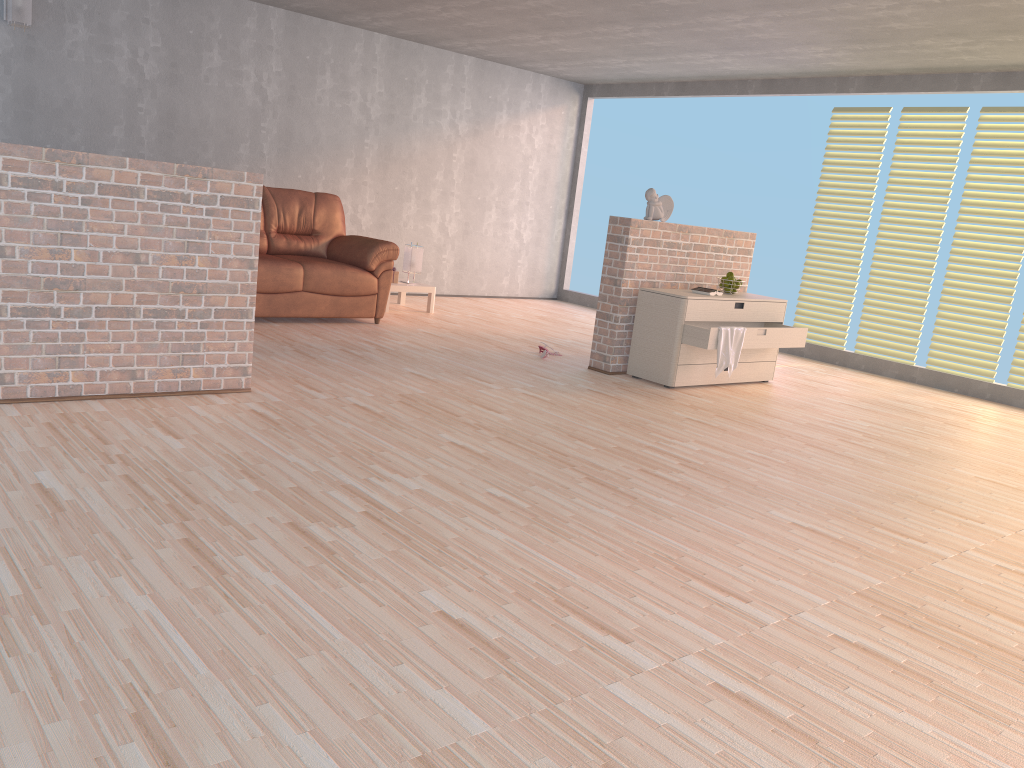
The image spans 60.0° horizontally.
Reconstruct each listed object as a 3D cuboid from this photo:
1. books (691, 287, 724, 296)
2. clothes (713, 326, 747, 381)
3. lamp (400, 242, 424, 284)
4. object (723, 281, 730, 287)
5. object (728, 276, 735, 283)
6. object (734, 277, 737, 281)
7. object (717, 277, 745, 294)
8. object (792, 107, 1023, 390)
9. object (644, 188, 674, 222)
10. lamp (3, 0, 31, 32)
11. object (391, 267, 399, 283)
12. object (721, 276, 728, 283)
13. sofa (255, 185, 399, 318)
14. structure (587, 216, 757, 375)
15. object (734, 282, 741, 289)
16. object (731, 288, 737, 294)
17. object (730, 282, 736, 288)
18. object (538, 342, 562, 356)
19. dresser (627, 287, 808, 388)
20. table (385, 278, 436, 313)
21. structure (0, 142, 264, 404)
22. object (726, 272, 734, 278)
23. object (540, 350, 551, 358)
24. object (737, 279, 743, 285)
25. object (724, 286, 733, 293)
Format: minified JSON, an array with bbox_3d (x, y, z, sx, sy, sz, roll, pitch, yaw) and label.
[{"bbox_3d":[1.337,-0.635,6.067,0.146,0.040,0.209,16,15,38],"label":"books"},{"bbox_3d":[1.390,-0.191,5.743,0.325,0.369,0.097,-3,15,-39],"label":"clothes"},{"bbox_3d":[-0.908,-1.107,8.107,0.140,0.376,0.140,-3,15,-40],"label":"lamp"},{"bbox_3d":[1.517,-0.708,6.266,0.046,0.044,0.046,-4,16,-44],"label":"object"},{"bbox_3d":[1.543,-0.736,6.247,0.046,0.045,0.046,-3,15,-41],"label":"object"},{"bbox_3d":[1.581,-0.742,6.329,0.039,0.043,0.043,15,14,33],"label":"object"},{"bbox_3d":[1.550,-0.693,6.316,0.202,0.104,0.202,17,15,41],"label":"object"},{"bbox_3d":[4.114,-0.925,6.444,0.044,2.114,4.372,-3,15,-40],"label":"object"},{"bbox_3d":[0.993,-1.229,6.095,0.216,0.218,0.131,-3,15,-41],"label":"object"},{"bbox_3d":[-3.564,-2.716,6.409,0.165,0.319,0.177,-3,15,-40],"label":"lamp"},{"bbox_3d":[-1.068,-0.983,7.964,0.099,0.147,0.102,4,12,-12],"label":"object"},{"bbox_3d":[1.510,-0.739,6.304,0.049,0.053,0.054,5,12,-10],"label":"object"},{"bbox_3d":[-2.020,-1.029,6.649,2.202,0.923,0.981,-3,15,-40],"label":"sofa"},{"bbox_3d":[1.196,-0.626,6.462,1.422,1.057,0.211,-3,15,-40],"label":"structure"},{"bbox_3d":[1.591,-0.701,6.282,0.057,0.057,0.057,5,12,-8],"label":"object"},{"bbox_3d":[1.580,-0.669,6.327,0.048,0.048,0.046,16,14,36],"label":"object"},{"bbox_3d":[1.558,-0.698,6.256,0.038,0.040,0.039,0,14,-32],"label":"object"},{"bbox_3d":[0.288,-0.261,6.595,0.188,0.085,0.069,6,11,-2],"label":"object"},{"bbox_3d":[1.651,-0.314,6.323,1.686,0.612,0.605,-3,15,-40],"label":"dresser"},{"bbox_3d":[-1.076,-0.815,8.106,0.548,0.241,0.548,-3,15,-40],"label":"table"},{"bbox_3d":[-1.832,-0.469,3.895,1.422,1.057,0.211,-3,15,-40],"label":"structure"},{"bbox_3d":[1.551,-0.770,6.302,0.054,0.056,0.054,-3,15,-40],"label":"object"},{"bbox_3d":[0.246,-0.221,6.422,0.078,0.066,0.192,6,11,-5],"label":"object"},{"bbox_3d":[1.617,-0.721,6.314,0.047,0.047,0.046,6,11,-4],"label":"object"},{"bbox_3d":[1.536,-0.673,6.294,0.060,0.055,0.059,8,11,4],"label":"object"}]
